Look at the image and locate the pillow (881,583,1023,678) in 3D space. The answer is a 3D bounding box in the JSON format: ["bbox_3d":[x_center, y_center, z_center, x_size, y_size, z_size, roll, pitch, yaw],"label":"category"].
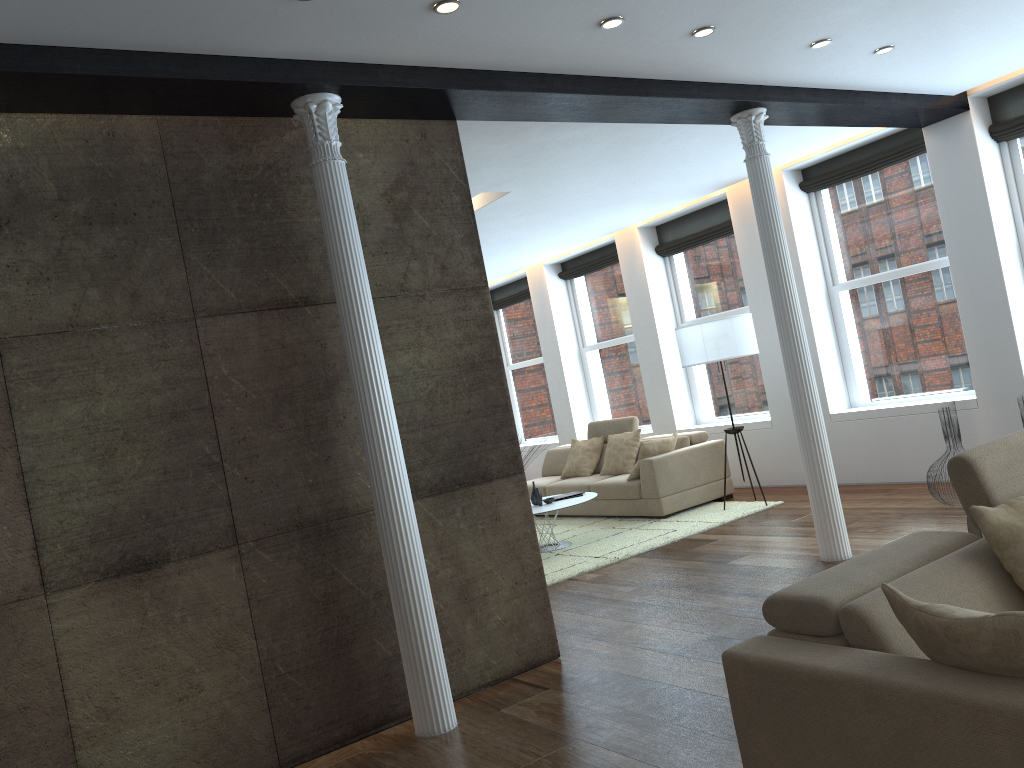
[{"bbox_3d":[1.200,0.641,2.058,0.395,0.393,0.518,-11,-1,-30],"label":"pillow"}]

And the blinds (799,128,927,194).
[{"bbox_3d":[3.156,-1.999,7.877,0.156,0.275,1.396,-11,-1,-34],"label":"blinds"}]

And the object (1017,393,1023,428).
[{"bbox_3d":[3.680,0.409,6.229,0.458,0.781,0.458,-10,-1,-35],"label":"object"}]

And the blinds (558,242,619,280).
[{"bbox_3d":[1.051,-1.548,11.082,0.156,0.275,1.442,-11,-1,-34],"label":"blinds"}]

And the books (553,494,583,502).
[{"bbox_3d":[0.489,1.025,8.035,0.300,0.010,0.220,-11,-1,1],"label":"books"}]

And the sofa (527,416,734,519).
[{"bbox_3d":[1.017,0.883,9.546,1.018,0.950,2.581,-11,-1,-34],"label":"sofa"}]

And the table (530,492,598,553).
[{"bbox_3d":[0.295,1.266,7.891,1.022,0.393,1.022,-11,-1,10],"label":"table"}]

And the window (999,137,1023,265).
[{"bbox_3d":[4.399,-1.165,6.394,0.123,2.400,1.432,-11,-1,-34],"label":"window"}]

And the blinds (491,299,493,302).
[{"bbox_3d":[-0.890,-1.130,12.765,1.442,0.312,0.155,-11,-1,-34],"label":"blinds"}]

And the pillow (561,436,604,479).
[{"bbox_3d":[0.792,0.810,9.855,0.368,0.416,0.519,-10,-1,-38],"label":"pillow"}]

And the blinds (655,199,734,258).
[{"bbox_3d":[2.039,-1.699,9.593,0.156,0.393,1.342,-11,-1,-34],"label":"blinds"}]

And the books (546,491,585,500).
[{"bbox_3d":[0.488,1.016,8.061,0.300,0.010,0.220,-11,-1,-19],"label":"books"}]

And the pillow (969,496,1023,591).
[{"bbox_3d":[1.687,0.532,2.680,0.534,0.439,0.301,-11,-1,-30],"label":"pillow"}]

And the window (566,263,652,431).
[{"bbox_3d":[1.306,-0.503,11.105,0.123,2.400,1.444,-11,-1,-34],"label":"window"}]

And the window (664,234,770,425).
[{"bbox_3d":[2.284,-0.712,9.615,0.123,2.400,1.345,-11,-1,-34],"label":"window"}]

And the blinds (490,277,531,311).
[{"bbox_3d":[0.066,-1.311,12.589,0.156,0.327,1.377,-11,-1,-34],"label":"blinds"}]

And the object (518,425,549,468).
[{"bbox_3d":[-0.154,1.077,10.933,1.125,1.014,1.119,-12,-1,43],"label":"object"}]

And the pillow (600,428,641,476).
[{"bbox_3d":[1.141,0.724,9.343,0.301,0.439,0.534,-10,-1,-37],"label":"pillow"}]

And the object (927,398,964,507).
[{"bbox_3d":[3.248,0.496,6.494,0.458,0.781,0.458,-10,-1,-35],"label":"object"}]

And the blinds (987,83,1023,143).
[{"bbox_3d":[4.142,-2.149,6.364,0.183,0.395,1.431,-11,-1,-34],"label":"blinds"}]

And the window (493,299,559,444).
[{"bbox_3d":[2.107,0.089,21.149,34.761,17.917,13.698,-11,-1,-34],"label":"window"}]

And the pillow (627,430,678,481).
[{"bbox_3d":[1.365,0.693,8.579,0.518,0.393,0.395,-10,-1,-37],"label":"pillow"}]

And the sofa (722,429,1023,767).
[{"bbox_3d":[1.927,0.619,2.809,2.581,0.950,1.021,-11,-1,-34],"label":"sofa"}]

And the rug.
[{"bbox_3d":[0.062,1.533,8.851,2.972,0.020,4.231,-11,-1,-34],"label":"rug"}]

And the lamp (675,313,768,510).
[{"bbox_3d":[1.996,0.274,8.082,0.698,1.728,0.698,-11,-1,-10],"label":"lamp"}]

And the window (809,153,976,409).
[{"bbox_3d":[3.412,-0.954,7.898,0.123,2.400,1.391,-11,-1,-34],"label":"window"}]
